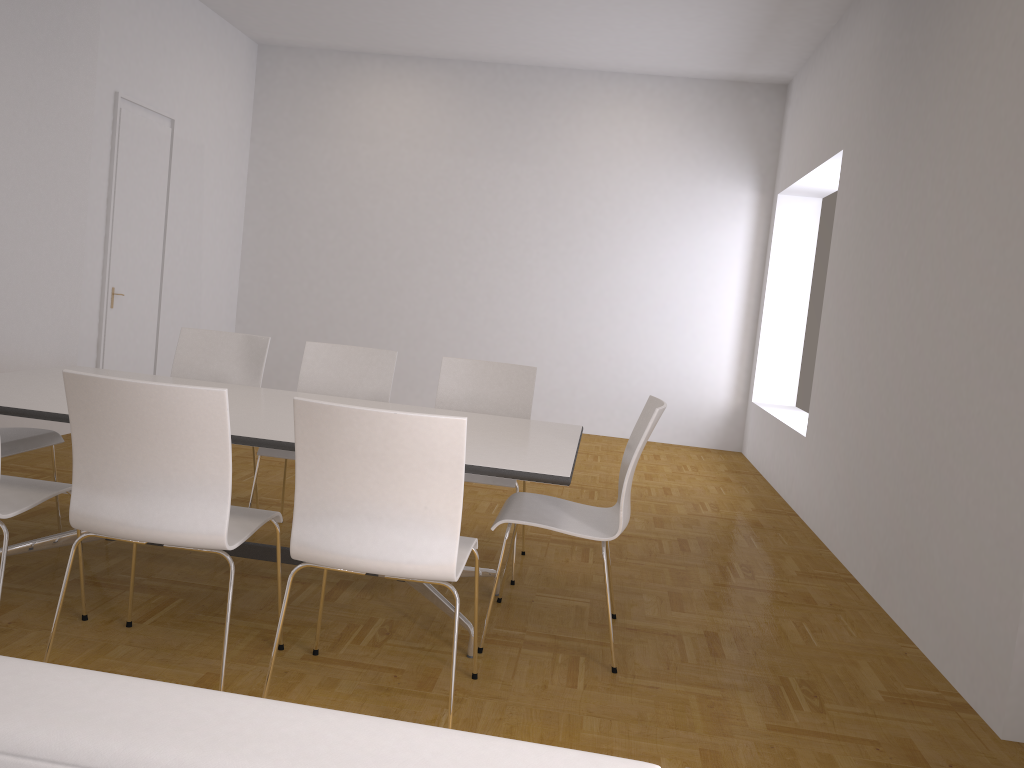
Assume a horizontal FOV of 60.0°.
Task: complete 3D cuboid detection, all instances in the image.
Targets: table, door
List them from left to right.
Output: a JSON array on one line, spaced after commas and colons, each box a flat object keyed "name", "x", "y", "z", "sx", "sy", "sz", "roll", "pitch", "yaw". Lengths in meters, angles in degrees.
[{"name": "door", "x": -2.993, "y": -0.972, "z": 7.041, "sx": 0.132, "sy": 2.449, "sz": 0.872, "roll": 6, "pitch": 4, "yaw": 6}, {"name": "table", "x": -0.978, "y": 0.457, "z": 3.478, "sx": 2.411, "sy": 0.721, "sz": 1.212, "roll": 7, "pitch": 5, "yaw": 6}]

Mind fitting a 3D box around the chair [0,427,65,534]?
[{"name": "chair", "x": -2.220, "y": 0.208, "z": 3.584, "sx": 0.575, "sy": 0.930, "sz": 0.562, "roll": 6, "pitch": 5, "yaw": 6}]

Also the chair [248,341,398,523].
[{"name": "chair", "x": -0.879, "y": 0.292, "z": 4.242, "sx": 0.561, "sy": 0.930, "sz": 0.576, "roll": 6, "pitch": 5, "yaw": 6}]

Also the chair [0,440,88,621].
[{"name": "chair", "x": -1.718, "y": 0.347, "z": 2.767, "sx": 0.561, "sy": 0.930, "sz": 0.576, "roll": 6, "pitch": 5, "yaw": 6}]

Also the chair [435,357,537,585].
[{"name": "chair", "x": -0.186, "y": 0.372, "z": 4.169, "sx": 0.561, "sy": 0.930, "sz": 0.576, "roll": 6, "pitch": 5, "yaw": 6}]

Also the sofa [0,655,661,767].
[{"name": "sofa", "x": -1.055, "y": 0.658, "z": 0.554, "sx": 2.623, "sy": 0.847, "sz": 0.823, "roll": 7, "pitch": 5, "yaw": 6}]

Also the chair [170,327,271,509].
[{"name": "chair", "x": -1.532, "y": 0.217, "z": 4.310, "sx": 0.561, "sy": 0.930, "sz": 0.576, "roll": 6, "pitch": 5, "yaw": 6}]

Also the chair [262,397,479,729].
[{"name": "chair", "x": -0.372, "y": 0.502, "z": 2.626, "sx": 0.561, "sy": 0.930, "sz": 0.576, "roll": 6, "pitch": 5, "yaw": 6}]

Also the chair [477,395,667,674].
[{"name": "chair", "x": 0.237, "y": 0.498, "z": 3.327, "sx": 0.575, "sy": 0.930, "sz": 0.562, "roll": 6, "pitch": 5, "yaw": 6}]

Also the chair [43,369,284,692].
[{"name": "chair", "x": -1.025, "y": 0.427, "z": 2.694, "sx": 0.561, "sy": 0.930, "sz": 0.576, "roll": 6, "pitch": 5, "yaw": 6}]
